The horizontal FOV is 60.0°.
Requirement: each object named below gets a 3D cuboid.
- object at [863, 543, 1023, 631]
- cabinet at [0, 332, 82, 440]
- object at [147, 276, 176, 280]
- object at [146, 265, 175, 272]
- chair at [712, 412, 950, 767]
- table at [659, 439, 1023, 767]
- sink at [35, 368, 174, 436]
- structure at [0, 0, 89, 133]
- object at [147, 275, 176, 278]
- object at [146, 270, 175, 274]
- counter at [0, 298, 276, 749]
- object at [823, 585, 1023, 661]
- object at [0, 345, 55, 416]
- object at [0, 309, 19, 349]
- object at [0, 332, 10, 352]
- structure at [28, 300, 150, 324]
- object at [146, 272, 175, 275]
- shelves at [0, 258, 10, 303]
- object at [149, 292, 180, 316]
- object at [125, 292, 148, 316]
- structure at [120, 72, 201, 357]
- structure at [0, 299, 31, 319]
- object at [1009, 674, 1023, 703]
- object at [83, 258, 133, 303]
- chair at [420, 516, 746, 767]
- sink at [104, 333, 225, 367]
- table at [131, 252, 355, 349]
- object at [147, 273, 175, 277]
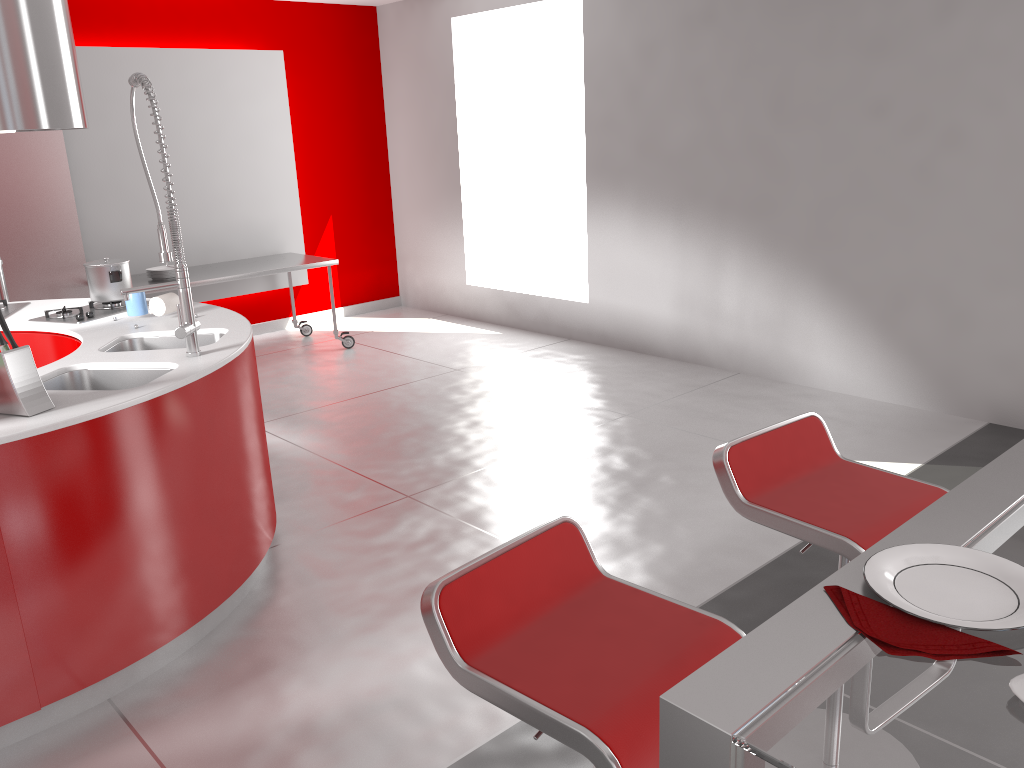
[{"bbox_3d":[0.556,0.256,1.113,0.217,0.015,0.217,-4,16,-5],"label":"object"},{"bbox_3d":[-2.060,0.414,2.883,1.025,0.761,1.875,-2,16,3],"label":"cabinet"},{"bbox_3d":[-2.347,-0.731,6.039,0.228,0.020,0.228,7,19,29],"label":"object"},{"bbox_3d":[-2.349,-0.780,6.025,0.228,0.020,0.228,7,19,29],"label":"object"},{"bbox_3d":[0.771,0.551,2.132,0.418,0.857,0.460,-15,20,-35],"label":"chair"},{"bbox_3d":[1.075,0.695,1.340,1.700,1.000,0.800,-17,21,-40],"label":"table"},{"bbox_3d":[-1.299,0.075,2.845,0.428,0.172,0.326,0,17,9],"label":"sink"},{"bbox_3d":[-2.147,-1.512,3.587,0.644,0.958,0.644,2,17,14],"label":"structure"},{"bbox_3d":[-2.348,-0.741,6.037,0.228,0.020,0.228,7,19,29],"label":"object"},{"bbox_3d":[-2.349,-0.770,6.028,0.228,0.020,0.228,7,19,29],"label":"object"},{"bbox_3d":[-1.832,0.393,3.034,1.868,0.880,2.865,-5,17,-8],"label":"counter"},{"bbox_3d":[0.451,0.287,1.030,0.095,0.012,0.234,-17,21,-40],"label":"object"},{"bbox_3d":[-1.367,-0.013,2.453,0.137,0.178,0.091,4,18,20],"label":"object"},{"bbox_3d":[-1.377,-0.079,2.468,0.130,0.279,0.012,3,17,19],"label":"object"},{"bbox_3d":[-1.396,-0.087,2.442,0.150,0.322,0.014,3,17,19],"label":"object"},{"bbox_3d":[-1.823,-0.335,3.879,0.303,0.037,0.457,4,18,22],"label":"structure"},{"bbox_3d":[-2.348,-0.760,6.031,0.228,0.020,0.228,7,19,29],"label":"object"},{"bbox_3d":[-3.802,-0.936,4.810,1.735,2.599,0.535,-17,21,-40],"label":"shelves"},{"bbox_3d":[-1.438,-0.328,3.645,0.109,0.080,0.100,3,17,17],"label":"object"},{"bbox_3d":[-1.566,-0.337,3.667,0.109,0.100,0.080,4,18,20],"label":"object"},{"bbox_3d":[-1.168,-0.538,2.903,0.178,0.920,0.308,-2,16,2],"label":"structure"},{"bbox_3d":[-2.355,-0.323,3.922,0.303,0.037,0.457,-6,17,-11],"label":"structure"},{"bbox_3d":[0.577,0.321,0.889,0.119,0.016,0.119,-9,18,-21],"label":"object"},{"bbox_3d":[-1.786,-0.468,3.934,0.218,0.185,0.189,0,17,10],"label":"object"},{"bbox_3d":[0.151,0.735,1.602,0.460,0.857,0.418,12,22,41],"label":"chair"},{"bbox_3d":[-1.277,-0.063,3.312,0.428,0.172,0.326,-3,16,-3],"label":"sink"},{"bbox_3d":[-2.055,-0.494,6.432,1.627,0.682,0.749,-16,21,-39],"label":"table"},{"bbox_3d":[-2.348,-0.750,6.034,0.228,0.020,0.228,7,19,29],"label":"object"}]
